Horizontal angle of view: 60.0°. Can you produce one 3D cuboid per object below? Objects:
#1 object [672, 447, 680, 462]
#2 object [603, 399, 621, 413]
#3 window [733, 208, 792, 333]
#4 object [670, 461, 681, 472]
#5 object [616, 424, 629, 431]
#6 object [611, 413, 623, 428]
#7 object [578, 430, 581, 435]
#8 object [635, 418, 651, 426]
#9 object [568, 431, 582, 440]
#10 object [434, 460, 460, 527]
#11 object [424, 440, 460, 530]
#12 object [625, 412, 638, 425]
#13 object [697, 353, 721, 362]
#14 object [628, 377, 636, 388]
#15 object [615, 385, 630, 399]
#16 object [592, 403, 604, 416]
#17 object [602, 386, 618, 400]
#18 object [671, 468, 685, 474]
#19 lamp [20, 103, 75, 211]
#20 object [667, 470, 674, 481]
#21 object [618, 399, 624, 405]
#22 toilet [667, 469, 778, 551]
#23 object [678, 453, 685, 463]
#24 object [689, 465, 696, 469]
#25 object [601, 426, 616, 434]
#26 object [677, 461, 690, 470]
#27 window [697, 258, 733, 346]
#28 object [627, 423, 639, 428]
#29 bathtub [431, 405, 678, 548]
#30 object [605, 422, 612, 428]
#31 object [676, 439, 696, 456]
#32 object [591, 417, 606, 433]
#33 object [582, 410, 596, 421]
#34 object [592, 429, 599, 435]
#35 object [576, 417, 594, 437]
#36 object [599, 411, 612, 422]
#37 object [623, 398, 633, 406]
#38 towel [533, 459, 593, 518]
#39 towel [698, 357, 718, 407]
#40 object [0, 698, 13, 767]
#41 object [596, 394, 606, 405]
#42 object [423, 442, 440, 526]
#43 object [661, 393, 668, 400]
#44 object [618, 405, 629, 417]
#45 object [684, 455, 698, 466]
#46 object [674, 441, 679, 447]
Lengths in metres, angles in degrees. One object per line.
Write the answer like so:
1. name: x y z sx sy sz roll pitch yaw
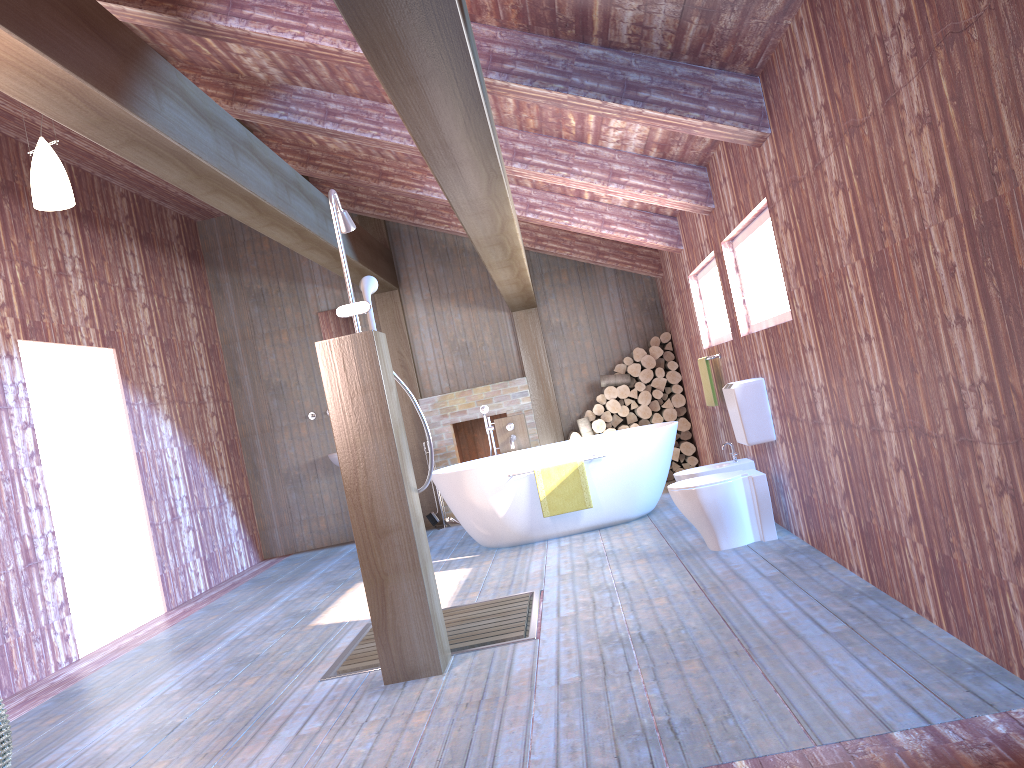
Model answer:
1. object: 1.573 0.699 8.845 0.169 0.152 0.481 -12 -1 3
2. object: 0.994 0.221 8.850 0.141 0.143 0.437 -12 -1 1
3. window: 1.365 -0.593 4.716 0.054 0.587 1.255 -12 -1 4
4. object: 1.619 0.806 8.857 0.084 0.105 0.280 -12 -1 2
5. object: 1.106 0.459 8.847 0.114 0.120 0.303 -12 -1 4
6. object: 1.048 0.357 8.944 0.128 0.150 0.323 -12 -1 3
7. object: 0.719 0.499 8.971 0.099 0.093 0.280 -12 -1 4
8. object: 1.319 0.403 8.931 0.116 0.118 0.289 -12 -1 1
9. object: 0.628 0.541 8.878 0.139 0.137 0.455 -12 -1 1
10. object: -0.708 0.982 8.809 0.126 0.871 0.206 -10 -2 -44
11. object: -0.779 0.996 8.877 0.333 0.888 0.276 -10 -2 -45
12. object: 1.197 0.341 8.939 0.104 0.127 0.321 -12 -1 4
13. object: 1.430 -0.186 6.479 0.091 0.043 0.581 -12 -1 4
14. object: 1.182 -0.021 8.944 0.121 0.124 0.291 -12 -1 4
15. object: 1.093 0.074 8.853 0.138 0.147 0.440 -12 -1 3
16. object: 0.858 0.250 8.853 0.115 0.123 0.291 -12 -1 4
17. object: 0.978 0.084 8.859 0.135 0.145 0.439 -12 -1 3
18. object: 1.659 0.884 8.851 0.116 0.117 0.289 -12 -1 1
19. lamp: -2.217 -1.314 4.114 0.174 1.001 0.174 -11 -1 -16
20. object: 1.548 0.905 8.914 0.116 0.118 0.289 -12 -1 1
21. object: 1.081 0.181 8.832 0.057 0.061 0.156 -12 -1 2
22. toilet: 1.206 0.740 5.140 0.534 0.400 0.375 -12 -1 4
23. object: 1.680 0.734 8.859 0.085 0.091 0.280 -12 -1 1
24. object: 1.778 0.857 8.857 0.114 0.113 0.301 -12 -1 1
25. object: 0.969 0.497 8.866 0.139 0.148 0.458 -12 -1 3
26. object: 1.722 0.821 8.856 0.085 0.086 0.278 -12 -1 1
27. window: 1.474 -0.579 6.259 0.054 0.587 1.255 -12 -1 4
28. object: 1.206 0.434 8.837 0.098 0.100 0.437 -12 -1 1
29. bathtub: 0.321 0.612 6.990 1.935 1.109 1.460 -12 -2 25
30. object: 0.957 0.404 8.862 0.064 0.068 0.174 -12 -1 2
31. object: 1.718 0.626 8.813 0.147 0.152 0.439 -12 -1 3
32. object: 0.860 0.408 8.858 0.138 0.147 0.440 -12 -1 3
33. object: 0.769 0.317 8.905 0.114 0.113 0.301 -12 -1 1
34. object: 0.823 0.519 8.951 0.121 0.124 0.291 -12 -1 4
35. object: 0.731 0.474 8.692 0.147 0.298 0.109 -12 -1 6
36. object: 0.934 0.326 8.864 0.111 0.113 0.301 -12 -1 2
37. object: 1.157 0.174 8.843 0.088 0.092 0.280 -12 -1 4
38. towel: 0.371 0.754 6.413 0.370 0.361 0.032 -12 -1 -1
39. towel: 1.430 -0.015 6.482 0.032 0.361 0.370 -12 -1 3
40. object: -2.224 1.068 2.890 0.972 1.073 0.970 -11 -1 -17
41. object: 0.893 0.151 8.867 0.106 0.112 0.282 -12 -1 4
42. object: -0.853 1.000 8.829 0.136 0.846 0.062 -11 -1 -16
43. object: 1.509 0.128 8.815 0.067 0.069 0.177 -12 -1 3
44. object: 1.102 0.264 8.842 0.115 0.123 0.291 -12 -1 4
45. object: 1.764 0.744 8.806 0.102 0.109 0.438 -12 -1 3
46. object: 1.614 0.597 8.803 0.057 0.061 0.156 -12 -1 2
